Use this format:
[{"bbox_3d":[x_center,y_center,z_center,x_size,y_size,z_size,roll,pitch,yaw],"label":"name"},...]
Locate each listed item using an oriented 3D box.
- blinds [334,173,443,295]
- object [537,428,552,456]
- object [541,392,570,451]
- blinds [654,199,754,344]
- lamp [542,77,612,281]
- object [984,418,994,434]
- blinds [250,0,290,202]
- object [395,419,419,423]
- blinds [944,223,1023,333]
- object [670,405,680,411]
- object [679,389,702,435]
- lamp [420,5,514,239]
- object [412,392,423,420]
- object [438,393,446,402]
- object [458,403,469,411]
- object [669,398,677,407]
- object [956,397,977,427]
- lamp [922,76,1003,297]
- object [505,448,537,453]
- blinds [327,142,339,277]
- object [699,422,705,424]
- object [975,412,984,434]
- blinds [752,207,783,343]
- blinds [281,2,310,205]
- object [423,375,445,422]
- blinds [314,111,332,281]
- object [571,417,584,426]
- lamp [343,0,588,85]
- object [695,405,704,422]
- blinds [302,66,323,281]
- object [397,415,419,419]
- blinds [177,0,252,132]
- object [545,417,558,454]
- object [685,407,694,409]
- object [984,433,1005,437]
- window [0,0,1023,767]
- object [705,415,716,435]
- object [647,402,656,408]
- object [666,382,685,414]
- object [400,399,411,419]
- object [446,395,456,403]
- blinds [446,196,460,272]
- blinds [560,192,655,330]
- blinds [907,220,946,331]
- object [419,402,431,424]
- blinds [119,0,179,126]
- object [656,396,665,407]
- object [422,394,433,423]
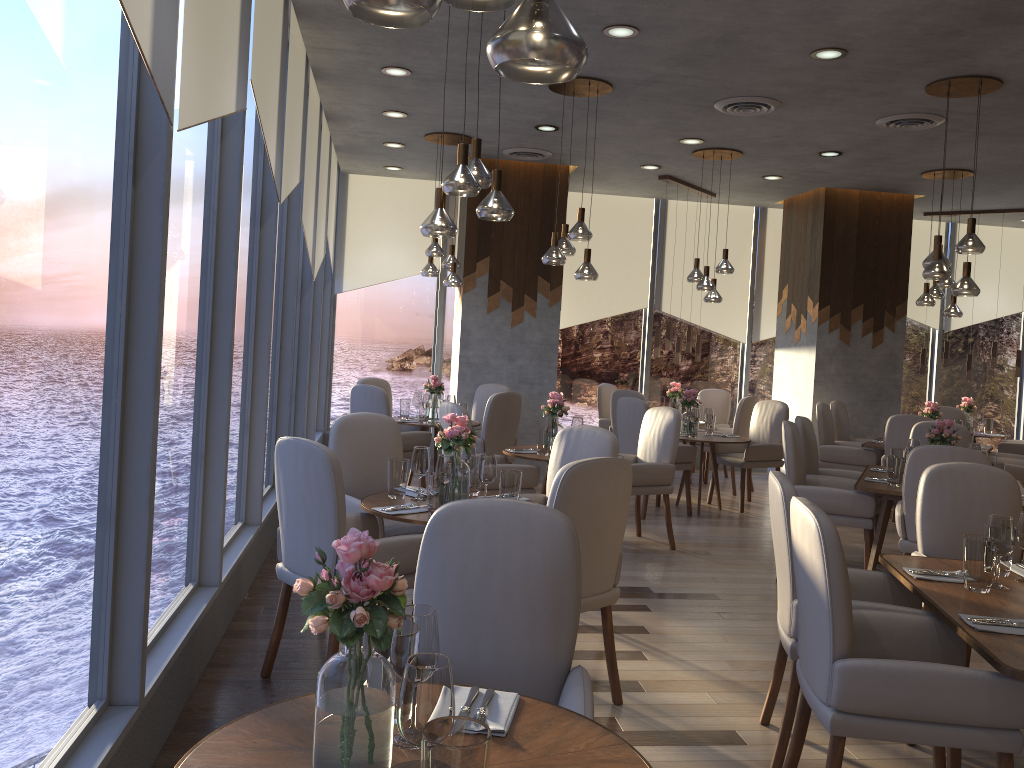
[{"bbox_3d":[-1.358,-2.321,10.107,1.173,2.679,0.007,3,1,-8],"label":"blinds"},{"bbox_3d":[0.212,0.388,5.962,0.102,0.178,0.102,4,2,31],"label":"object"},{"bbox_3d":[0.306,0.261,6.256,0.197,0.415,0.210,2,2,-36],"label":"object"},{"bbox_3d":[2.330,-1.846,10.633,1.173,2.679,0.007,3,1,-8],"label":"blinds"},{"bbox_3d":[0.433,-1.389,6.114,0.439,1.325,0.440,3,1,-6],"label":"lamp"},{"bbox_3d":[5.452,0.484,10.150,0.102,0.178,0.102,3,1,-23],"label":"object"},{"bbox_3d":[-1.171,-2.339,4.450,0.007,2.679,1.174,3,1,-8],"label":"blinds"},{"bbox_3d":[-0.915,0.319,7.752,0.157,0.019,0.255,6,4,43],"label":"object"},{"bbox_3d":[6.062,-1.950,11.151,1.173,2.679,0.007,3,1,-8],"label":"blinds"},{"bbox_3d":[1.712,0.311,9.337,0.102,0.178,0.102,3,2,-28],"label":"object"},{"bbox_3d":[1.607,0.249,8.042,0.210,0.415,0.198,4,2,39],"label":"object"},{"bbox_3d":[-0.169,-1.321,3.980,0.439,1.325,0.440,3,1,-15],"label":"lamp"},{"bbox_3d":[-0.851,0.199,7.970,0.092,0.244,0.092,3,1,-6],"label":"object"},{"bbox_3d":[-0.651,0.205,8.083,0.092,0.244,0.092,4,1,22],"label":"object"},{"bbox_3d":[-0.439,0.258,7.900,0.102,0.178,0.102,2,2,-36],"label":"object"},{"bbox_3d":[1.713,0.273,9.446,0.092,0.244,0.092,2,1,-34],"label":"object"},{"bbox_3d":[5.164,0.353,10.060,0.197,0.415,0.210,3,1,-31],"label":"object"},{"bbox_3d":[2.830,-1.231,5.640,0.439,1.325,0.439,3,1,-3],"label":"lamp"},{"bbox_3d":[0.096,0.456,6.086,0.255,0.019,0.157,2,3,-25],"label":"object"},{"bbox_3d":[-1.868,-2.511,9.410,0.007,2.679,1.174,3,1,-8],"label":"blinds"},{"bbox_3d":[1.951,0.402,9.396,0.255,0.019,0.157,5,3,38],"label":"object"},{"bbox_3d":[5.346,0.445,10.137,0.092,0.244,0.092,3,1,-17],"label":"object"},{"bbox_3d":[3.564,-1.803,10.806,1.173,2.679,0.007,3,1,-8],"label":"blinds"},{"bbox_3d":[-1.345,-2.409,5.701,0.007,2.679,1.174,3,1,-8],"label":"blinds"},{"bbox_3d":[-0.700,0.124,7.932,0.198,0.415,0.210,4,1,29],"label":"object"},{"bbox_3d":[-1.707,-2.251,8.177,0.007,2.679,1.174,3,1,-8],"label":"blinds"},{"bbox_3d":[0.457,0.357,6.231,0.092,0.244,0.092,2,2,-43],"label":"object"},{"bbox_3d":[-0.050,-1.194,1.493,0.439,1.325,0.440,3,1,-9],"label":"lamp"},{"bbox_3d":[2.016,0.318,9.550,0.102,0.178,0.102,3,1,-5],"label":"object"},{"bbox_3d":[-1.534,-2.182,6.941,0.007,2.679,1.174,3,1,-8],"label":"blinds"},{"bbox_3d":[-0.911,0.301,8.129,0.255,0.019,0.157,5,3,37],"label":"object"},{"bbox_3d":[-1.007,-2.126,3.217,0.007,2.679,1.174,3,1,-8],"label":"blinds"},{"bbox_3d":[0.266,0.354,6.058,0.092,0.244,0.092,3,1,-22],"label":"object"},{"bbox_3d":[1.908,0.279,9.553,0.092,0.244,0.092,4,1,41],"label":"object"},{"bbox_3d":[5.410,0.569,9.989,0.255,0.019,0.157,5,3,31],"label":"object"},{"bbox_3d":[1.074,-0.742,7.688,8.070,3.197,16.116,5,3,37],"label":"window"},{"bbox_3d":[1.822,0.374,8.167,0.102,0.178,0.102,3,1,-16],"label":"object"},{"bbox_3d":[1.502,0.286,9.620,0.102,0.178,0.102,4,2,31],"label":"object"},{"bbox_3d":[1.770,0.183,9.614,0.210,0.415,0.198,3,1,4],"label":"object"},{"bbox_3d":[-0.962,0.226,7.970,0.102,0.178,0.102,3,1,3],"label":"object"},{"bbox_3d":[-0.546,0.220,7.902,0.092,0.244,0.092,3,1,-27],"label":"object"},{"bbox_3d":[-0.123,-2.260,10.281,1.173,2.679,0.007,3,1,-8],"label":"blinds"},{"bbox_3d":[1.097,-1.915,10.459,1.173,2.679,0.007,3,1,-8],"label":"blinds"},{"bbox_3d":[4.830,-2.034,10.977,1.173,2.679,0.007,3,1,-8],"label":"blinds"},{"bbox_3d":[-0.761,0.251,7.678,0.102,0.178,0.102,3,1,9],"label":"object"},{"bbox_3d":[-0.834,-2.057,1.982,0.007,2.679,1.174,3,1,-8],"label":"blinds"},{"bbox_3d":[1.613,0.259,9.624,0.092,0.244,0.092,3,1,-30],"label":"object"},{"bbox_3d":[-0.746,0.214,7.786,0.092,0.244,0.092,3,1,-27],"label":"object"}]
